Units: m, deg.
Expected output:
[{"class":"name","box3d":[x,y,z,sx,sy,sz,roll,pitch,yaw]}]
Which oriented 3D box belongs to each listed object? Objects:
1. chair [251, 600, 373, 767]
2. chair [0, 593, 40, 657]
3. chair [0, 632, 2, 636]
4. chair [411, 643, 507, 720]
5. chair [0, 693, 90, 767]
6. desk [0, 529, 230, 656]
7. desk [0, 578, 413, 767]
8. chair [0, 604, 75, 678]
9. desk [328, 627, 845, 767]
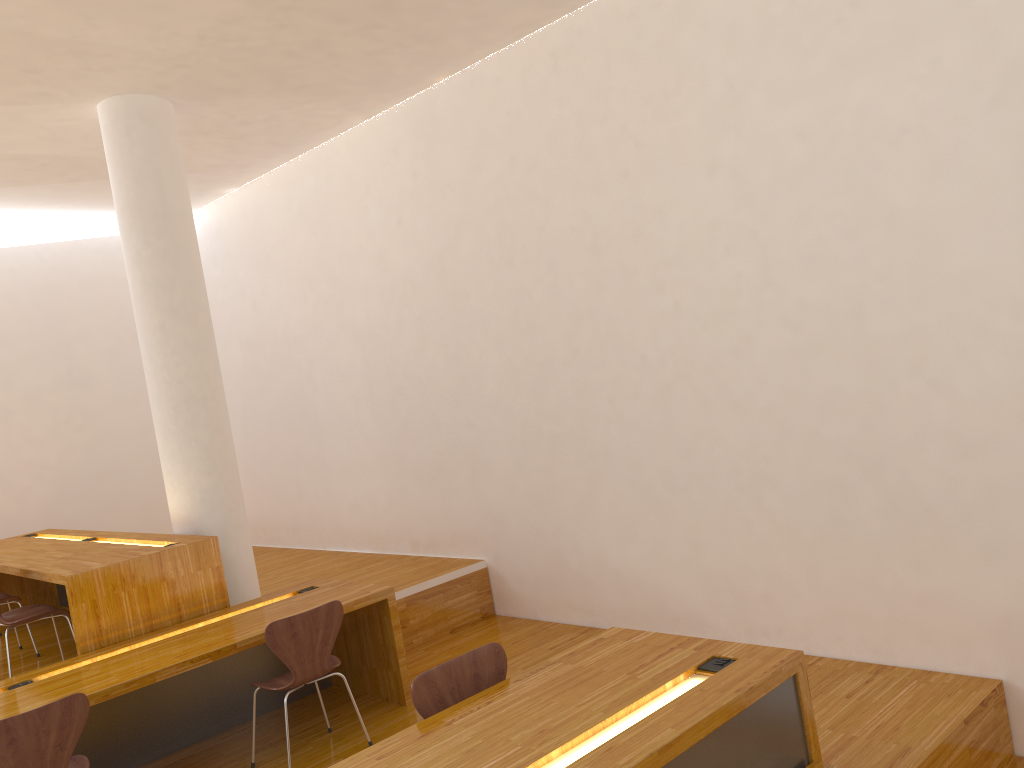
[{"class":"chair","box3d":[-0.971,1.359,4.040,0.428,0.693,0.381,-11,1,-43]},{"class":"chair","box3d":[-3.187,1.355,5.382,0.381,0.693,0.428,-11,1,-43]},{"class":"chair","box3d":[-3.906,1.470,6.233,0.381,0.693,0.428,-11,1,-43]},{"class":"chair","box3d":[-0.005,1.206,2.731,0.428,0.693,0.381,-11,1,-43]},{"class":"chair","box3d":[-1.756,1.505,3.256,0.428,0.693,0.381,-11,1,-43]},{"class":"desk","box3d":[-2.855,1.333,5.652,0.760,0.606,3.185,-11,1,-43]},{"class":"desk","box3d":[-1.957,1.584,3.724,3.185,0.606,0.760,-11,1,-43]},{"class":"chair","box3d":[-2.539,1.250,4.666,0.381,0.693,0.428,-11,1,-43]},{"class":"desk","box3d":[-0.301,1.478,1.646,3.236,0.918,1.285,-11,1,-43]}]
